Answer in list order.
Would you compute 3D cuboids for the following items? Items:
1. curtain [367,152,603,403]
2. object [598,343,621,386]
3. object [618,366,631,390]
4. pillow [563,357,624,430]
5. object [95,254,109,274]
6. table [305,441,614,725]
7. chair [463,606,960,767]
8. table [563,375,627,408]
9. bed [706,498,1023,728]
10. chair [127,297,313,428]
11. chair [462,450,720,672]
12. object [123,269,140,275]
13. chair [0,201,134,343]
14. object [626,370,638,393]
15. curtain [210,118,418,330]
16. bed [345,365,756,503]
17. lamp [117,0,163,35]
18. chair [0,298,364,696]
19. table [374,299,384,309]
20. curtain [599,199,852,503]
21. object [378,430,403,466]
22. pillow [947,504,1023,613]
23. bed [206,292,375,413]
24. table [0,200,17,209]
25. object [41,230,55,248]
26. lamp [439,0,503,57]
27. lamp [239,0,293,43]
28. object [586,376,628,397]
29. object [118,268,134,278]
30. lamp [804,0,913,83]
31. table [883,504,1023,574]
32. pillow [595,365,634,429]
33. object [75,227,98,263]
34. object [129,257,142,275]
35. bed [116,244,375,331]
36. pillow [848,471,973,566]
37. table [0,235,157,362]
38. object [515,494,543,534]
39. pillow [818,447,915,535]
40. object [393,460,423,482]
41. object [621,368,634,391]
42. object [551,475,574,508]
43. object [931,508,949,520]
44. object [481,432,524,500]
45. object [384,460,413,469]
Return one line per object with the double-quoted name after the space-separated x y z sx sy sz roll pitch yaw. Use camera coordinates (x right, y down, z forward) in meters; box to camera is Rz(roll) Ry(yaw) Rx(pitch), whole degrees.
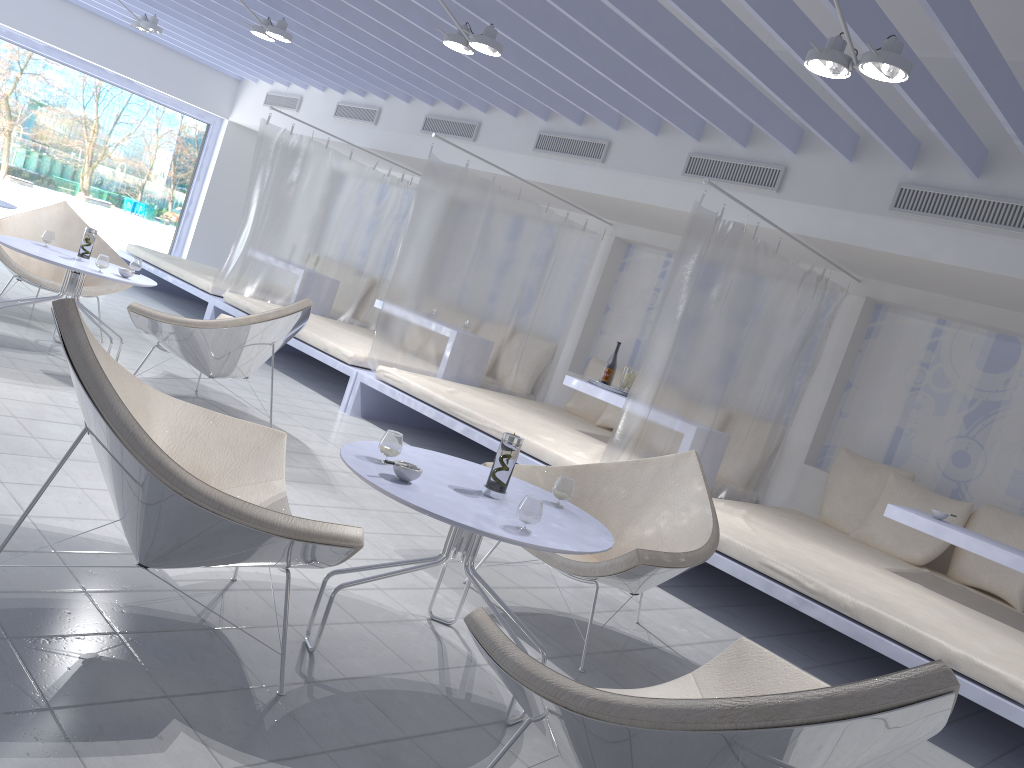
-0.141 -0.664 6.712 0.125 1.559 1.998 23 6 41 "curtain"
0.665 -0.135 5.916 0.092 0.302 0.092 20 5 10 "object"
0.735 -0.028 5.861 0.059 0.174 0.059 20 5 11 "object"
0.704 0.075 7.103 0.230 0.521 0.524 14 7 -45 "pillow"
-2.137 -0.627 4.622 0.068 0.091 0.068 17 5 -19 "object"
-0.182 0.562 2.582 0.823 0.534 0.825 21 5 20 "table"
0.412 0.723 1.738 0.906 0.759 0.753 16 6 -32 "chair"
0.780 0.341 5.682 1.065 0.450 0.416 23 7 43 "table"
1.816 1.129 4.555 2.200 0.427 2.016 23 7 43 "bed"
-1.495 -0.206 4.759 0.753 0.759 0.906 20 5 13 "chair"
0.383 0.564 3.385 0.753 0.759 0.906 14 7 -43 "chair"
-2.039 -0.600 4.751 0.098 0.016 0.012 20 5 9 "object"
-2.920 -0.779 5.678 0.906 0.759 0.753 15 6 -37 "chair"
0.779 -0.009 5.817 0.059 0.174 0.059 20 5 11 "object"
-1.659 -1.341 8.181 0.151 1.552 2.050 23 7 43 "curtain"
0.333 0.486 6.062 2.200 0.422 2.022 23 7 43 "bed"
-3.146 -3.082 7.209 0.380 0.218 0.587 23 7 43 "lamp"
-0.864 0.238 2.244 0.753 0.759 0.906 16 6 -30 "chair"
-0.703 -0.304 7.168 1.065 0.450 0.416 23 7 43 "table"
1.324 -0.045 5.192 0.151 1.552 2.050 23 7 43 "curtain"
-0.345 0.180 2.514 0.068 0.091 0.068 22 6 32 "object"
2.774 0.952 5.000 0.233 0.527 0.537 17 5 -27 "pillow"
-1.166 -0.166 7.543 2.200 0.427 2.016 23 7 43 "bed"
-4.272 -1.217 6.708 0.825 0.534 0.823 19 5 0 "table"
-2.581 -0.807 4.933 0.068 0.091 0.068 17 5 -25 "object"
-0.310 -1.850 4.368 0.380 0.218 0.587 23 7 43 "lamp"
-1.721 -2.463 5.782 0.380 0.218 0.587 23 7 43 "lamp"
0.655 0.025 5.872 0.275 0.031 0.429 14 7 -45 "object"
-2.074 -0.592 4.762 0.082 0.043 0.082 20 5 11 "object"
1.101 -1.237 2.954 0.380 0.218 0.587 23 7 43 "lamp"
2.276 0.991 4.183 1.065 0.450 0.416 23 7 43 "table"
0.986 0.175 6.791 0.537 0.527 0.233 21 5 23 "pillow"
-2.326 -0.764 4.855 0.075 0.189 0.075 22 6 34 "object"
-2.162 -0.678 5.095 0.068 0.091 0.068 22 6 35 "object"
-2.649 -0.810 9.050 2.200 0.422 2.022 23 7 43 "bed"
2.388 0.817 5.304 0.307 0.482 0.528 15 7 -42 "pillow"
-2.444 -0.421 4.851 0.823 0.534 0.825 22 6 34 "table"
0.044 0.335 2.287 0.068 0.091 0.068 22 6 32 "object"
2.222 0.719 5.599 0.572 0.510 0.231 23 7 42 "pillow"
-0.284 0.239 2.381 0.082 0.043 0.082 14 7 -45 "object"
0.741 -0.017 5.765 0.059 0.174 0.059 20 5 11 "object"
0.156 0.332 2.741 0.068 0.091 0.068 22 6 32 "object"
2.140 0.658 4.446 0.082 0.043 0.082 19 5 4 "object"
-0.024 0.237 2.565 0.075 0.185 0.075 19 5 6 "object"
-0.301 0.214 2.359 0.012 0.016 0.098 23 7 42 "object"
